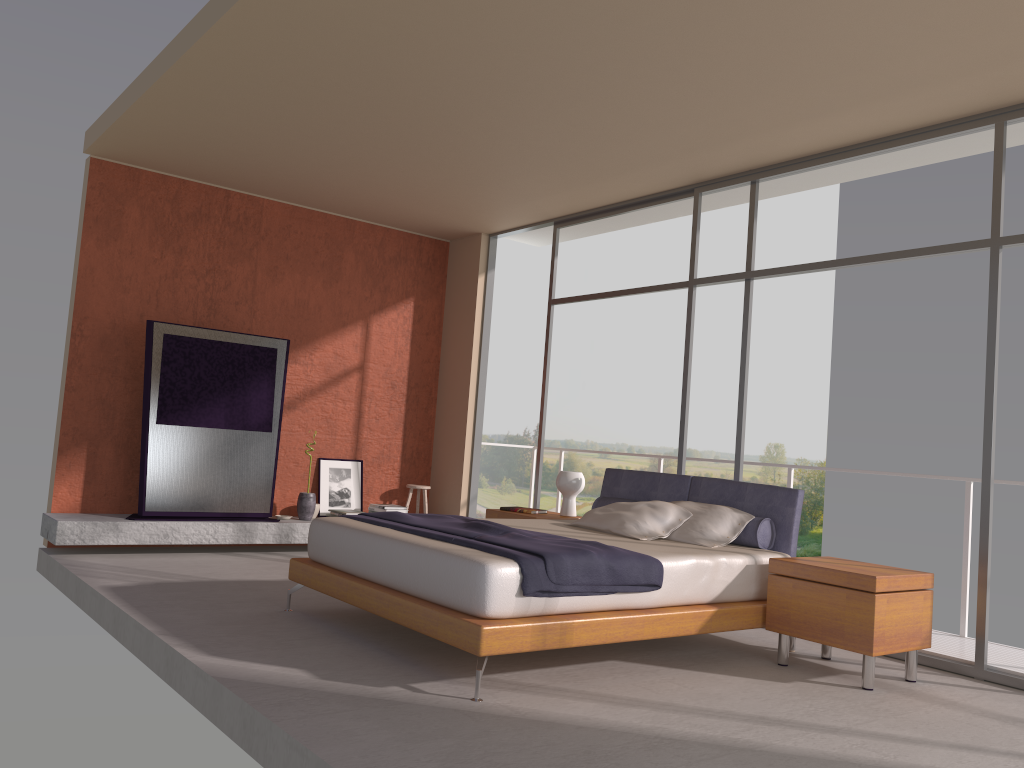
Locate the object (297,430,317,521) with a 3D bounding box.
[{"bbox_3d":[-1.818,0.815,7.946,0.165,0.810,0.165,5,-4,-14],"label":"object"}]

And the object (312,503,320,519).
[{"bbox_3d":[-1.855,1.163,8.127,0.179,0.137,0.180,6,-4,-24],"label":"object"}]

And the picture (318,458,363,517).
[{"bbox_3d":[-1.627,0.991,8.432,0.458,0.550,0.117,7,-5,-37],"label":"picture"}]

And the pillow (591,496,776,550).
[{"bbox_3d":[1.085,0.903,5.861,0.205,0.201,1.470,7,-5,-37],"label":"pillow"}]

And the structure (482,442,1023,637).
[{"bbox_3d":[2.244,1.072,5.944,0.728,1.005,7.689,7,-5,-37],"label":"structure"}]

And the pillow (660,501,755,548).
[{"bbox_3d":[1.093,0.870,5.523,0.400,0.265,0.791,7,-5,-34],"label":"pillow"}]

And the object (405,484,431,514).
[{"bbox_3d":[-0.923,1.175,8.747,0.260,0.349,0.257,3,-4,22],"label":"object"}]

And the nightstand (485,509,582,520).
[{"bbox_3d":[0.188,1.276,6.827,0.562,0.556,0.628,7,-5,-37],"label":"nightstand"}]

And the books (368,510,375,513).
[{"bbox_3d":[-1.172,1.225,8.381,0.247,0.027,0.328,7,-5,-35],"label":"books"}]

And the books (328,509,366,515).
[{"bbox_3d":[-1.502,1.181,8.163,0.247,0.018,0.328,8,-5,-40],"label":"books"}]

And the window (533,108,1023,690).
[{"bbox_3d":[2.118,0.050,5.617,0.075,3.133,6.106,7,-5,-37],"label":"window"}]

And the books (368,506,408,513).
[{"bbox_3d":[-1.170,1.193,8.384,0.247,0.038,0.319,8,-5,-40],"label":"books"}]

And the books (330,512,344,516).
[{"bbox_3d":[-1.500,1.202,8.158,0.247,0.025,0.287,7,-5,-35],"label":"books"}]

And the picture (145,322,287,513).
[{"bbox_3d":[-2.452,0.305,7.355,1.129,1.496,0.126,7,-5,-37],"label":"picture"}]

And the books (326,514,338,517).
[{"bbox_3d":[-1.513,1.224,8.166,0.328,0.018,0.247,1,-5,37],"label":"books"}]

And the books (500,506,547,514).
[{"bbox_3d":[0.093,0.981,6.899,0.287,0.025,0.247,2,-5,33],"label":"books"}]

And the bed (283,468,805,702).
[{"bbox_3d":[0.247,0.974,5.237,2.462,0.959,2.017,7,-5,-37],"label":"bed"}]

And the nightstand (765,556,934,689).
[{"bbox_3d":[1.790,1.248,4.728,0.562,0.556,0.628,7,-5,-37],"label":"nightstand"}]

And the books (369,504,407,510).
[{"bbox_3d":[-1.171,1.162,8.391,0.247,0.025,0.287,7,-5,-37],"label":"books"}]

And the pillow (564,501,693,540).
[{"bbox_3d":[0.729,0.864,5.696,0.431,0.264,0.869,7,-5,-29],"label":"pillow"}]

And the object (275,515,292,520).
[{"bbox_3d":[-2.024,1.188,7.854,0.152,0.040,0.152,4,-4,-2],"label":"object"}]

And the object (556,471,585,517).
[{"bbox_3d":[0.442,0.841,6.797,0.224,0.338,0.224,6,-4,-26],"label":"object"}]
